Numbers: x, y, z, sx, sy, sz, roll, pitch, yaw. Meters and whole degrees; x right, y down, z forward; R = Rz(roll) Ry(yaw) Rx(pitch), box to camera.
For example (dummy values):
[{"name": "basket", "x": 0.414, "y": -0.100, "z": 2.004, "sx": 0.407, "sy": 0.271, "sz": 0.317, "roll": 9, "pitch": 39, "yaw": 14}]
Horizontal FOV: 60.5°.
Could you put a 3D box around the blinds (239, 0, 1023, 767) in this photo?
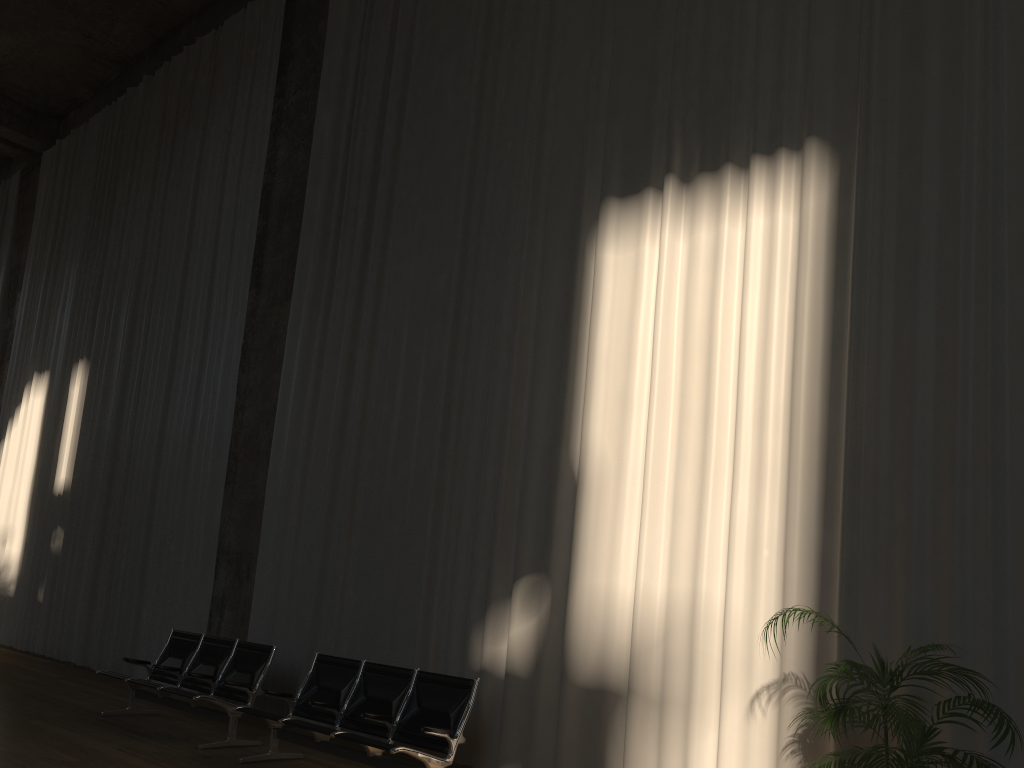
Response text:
[{"name": "blinds", "x": 0.460, "y": -1.296, "z": 6.912, "sx": 7.859, "sy": 8.481, "sz": 0.279, "roll": -5, "pitch": -12, "yaw": 43}]

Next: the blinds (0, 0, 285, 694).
[{"name": "blinds", "x": -5.960, "y": -0.376, "z": 12.706, "sx": 7.859, "sy": 8.481, "sz": 0.279, "roll": -5, "pitch": -12, "yaw": 43}]

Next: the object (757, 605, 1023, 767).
[{"name": "object", "x": 1.725, "y": 1.793, "z": 4.092, "sx": 1.130, "sy": 1.428, "sz": 1.114, "roll": -1, "pitch": -12, "yaw": 33}]

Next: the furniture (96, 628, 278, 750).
[{"name": "furniture", "x": -2.932, "y": 2.629, "z": 7.758, "sx": 1.878, "sy": 0.826, "sz": 0.721, "roll": -7, "pitch": -16, "yaw": 42}]

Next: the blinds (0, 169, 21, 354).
[{"name": "blinds", "x": -12.399, "y": 0.547, "z": 18.518, "sx": 7.853, "sy": 8.481, "sz": 0.279, "roll": -4, "pitch": -12, "yaw": 41}]

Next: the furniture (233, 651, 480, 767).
[{"name": "furniture", "x": -1.158, "y": 2.375, "z": 6.157, "sx": 1.878, "sy": 0.826, "sz": 0.721, "roll": -7, "pitch": -16, "yaw": 42}]
